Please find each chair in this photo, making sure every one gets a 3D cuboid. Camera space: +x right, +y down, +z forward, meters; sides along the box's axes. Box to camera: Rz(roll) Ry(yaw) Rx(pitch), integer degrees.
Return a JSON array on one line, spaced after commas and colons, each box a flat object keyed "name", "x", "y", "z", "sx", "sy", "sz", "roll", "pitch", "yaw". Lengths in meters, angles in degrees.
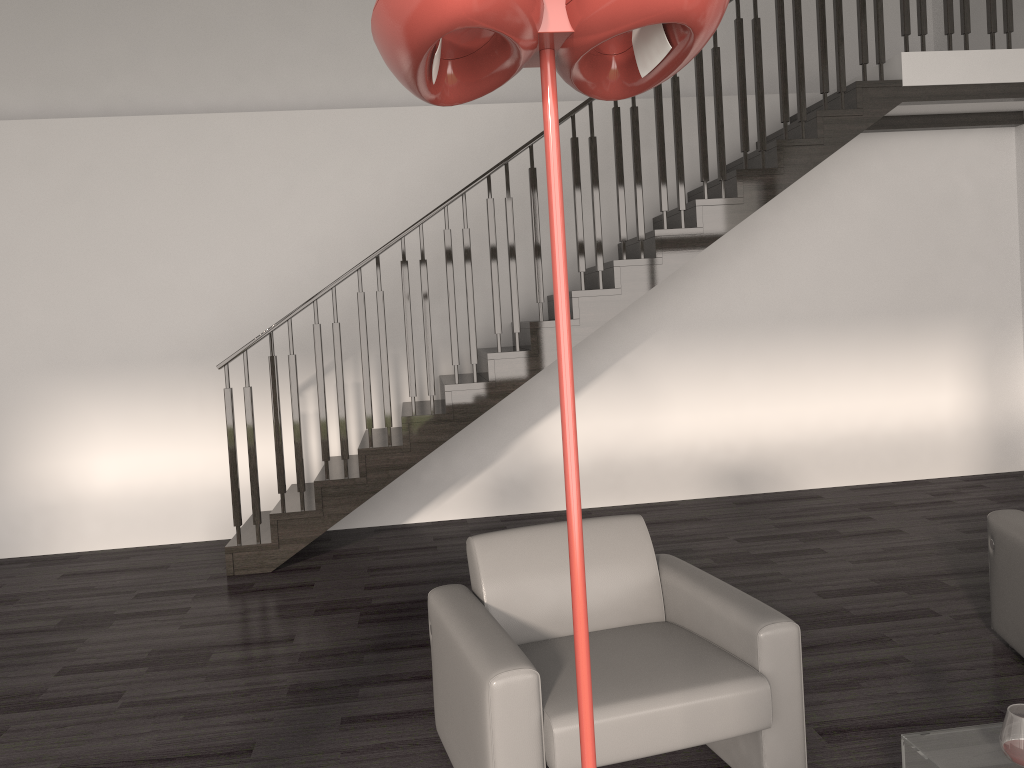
[{"name": "chair", "x": 0.288, "y": 0.866, "z": 2.787, "sx": 0.964, "sy": 0.716, "sz": 0.911, "roll": -5, "pitch": 4, "yaw": -16}, {"name": "chair", "x": 2.374, "y": 0.710, "z": 3.175, "sx": 0.963, "sy": 0.716, "sz": 0.912, "roll": -3, "pitch": 4, "yaw": 9}]

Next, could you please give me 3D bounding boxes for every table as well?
[{"name": "table", "x": 1.220, "y": 1.055, "z": 1.909, "sx": 0.400, "sy": 0.341, "sz": 0.681, "roll": -4, "pitch": 4, "yaw": -6}]

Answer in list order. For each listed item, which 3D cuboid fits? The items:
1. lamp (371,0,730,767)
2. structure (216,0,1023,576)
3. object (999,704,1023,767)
[{"name": "lamp", "x": 0.086, "y": 0.476, "z": 0.938, "sx": 0.353, "sy": 1.785, "sz": 0.365, "roll": -4, "pitch": 2, "yaw": -6}, {"name": "structure", "x": 1.249, "y": -1.135, "z": 6.100, "sx": 6.344, "sy": 4.089, "sz": 1.001, "roll": -4, "pitch": 2, "yaw": -6}, {"name": "object", "x": 1.152, "y": 0.805, "z": 1.974, "sx": 0.116, "sy": 0.155, "sz": 0.116, "roll": -3, "pitch": 3, "yaw": 2}]
